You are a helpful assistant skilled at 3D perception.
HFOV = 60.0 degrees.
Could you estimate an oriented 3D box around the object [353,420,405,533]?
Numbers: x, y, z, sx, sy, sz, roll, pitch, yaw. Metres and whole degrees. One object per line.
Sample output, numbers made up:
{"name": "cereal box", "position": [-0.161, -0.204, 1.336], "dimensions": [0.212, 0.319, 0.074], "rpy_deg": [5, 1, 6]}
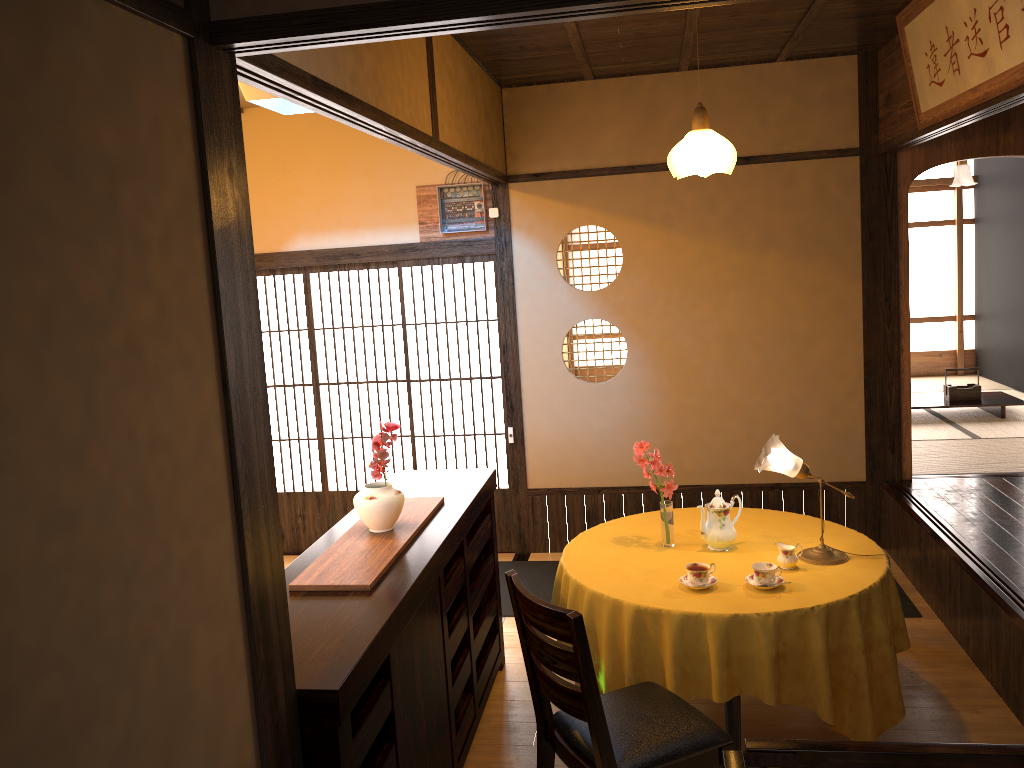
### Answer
{"name": "object", "position": [-0.479, 0.344, 3.352], "dimensions": [0.189, 0.377, 0.322], "rpy_deg": [-2, 7, 18]}

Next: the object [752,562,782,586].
{"name": "object", "position": [0.938, 0.707, 3.285], "dimensions": [0.090, 0.075, 0.099], "rpy_deg": [-4, 7, -6]}

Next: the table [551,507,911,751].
{"name": "table", "position": [0.883, 1.041, 3.740], "dimensions": [1.444, 0.693, 1.448], "rpy_deg": [-2, 8, 9]}

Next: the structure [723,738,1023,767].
{"name": "structure", "position": [0.996, 1.005, 1.493], "dimensions": [1.197, 0.498, 0.600], "rpy_deg": [-2, 7, 9]}

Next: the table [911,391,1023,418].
{"name": "table", "position": [3.589, 0.190, 7.462], "dimensions": [1.200, 0.118, 0.602], "rpy_deg": [-2, 8, 9]}

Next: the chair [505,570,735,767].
{"name": "chair", "position": [0.336, 1.072, 2.836], "dimensions": [0.578, 0.957, 0.492], "rpy_deg": [-7, 7, -25]}

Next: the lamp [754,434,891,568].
{"name": "lamp", "position": [1.258, 0.786, 3.565], "dimensions": [0.511, 1.199, 0.198], "rpy_deg": [-3, 7, 10]}

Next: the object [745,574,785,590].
{"name": "object", "position": [0.939, 0.739, 3.293], "dimensions": [0.144, 0.024, 0.144], "rpy_deg": [-8, 9, -30]}

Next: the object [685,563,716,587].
{"name": "object", "position": [0.702, 0.717, 3.326], "dimensions": [0.099, 0.075, 0.090], "rpy_deg": [1, 9, 34]}

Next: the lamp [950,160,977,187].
{"name": "lamp", "position": [3.659, -2.009, 7.192], "dimensions": [0.196, 0.796, 0.226], "rpy_deg": [-2, 7, 17]}

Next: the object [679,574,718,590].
{"name": "object", "position": [0.700, 0.748, 3.332], "dimensions": [0.144, 0.024, 0.144], "rpy_deg": [-8, 9, -30]}

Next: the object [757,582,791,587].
{"name": "object", "position": [0.958, 0.735, 3.244], "dimensions": [0.126, 0.019, 0.029], "rpy_deg": [-2, 8, 13]}

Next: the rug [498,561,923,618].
{"name": "rug", "position": [0.725, 1.192, 5.223], "dimensions": [2.954, 0.005, 0.905], "rpy_deg": [-2, 8, 9]}

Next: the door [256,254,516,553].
{"name": "door", "position": [-1.336, 0.192, 6.105], "dimensions": [2.647, 1.994, 0.066], "rpy_deg": [-2, 7, 9]}

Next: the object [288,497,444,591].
{"name": "object", "position": [-0.492, 0.560, 3.246], "dimensions": [0.267, 0.020, 1.001], "rpy_deg": [-2, 8, 9]}

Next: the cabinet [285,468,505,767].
{"name": "cabinet", "position": [-0.456, 1.054, 3.269], "dimensions": [0.489, 0.968, 2.194], "rpy_deg": [-3, 8, 9]}

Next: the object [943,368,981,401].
{"name": "object", "position": [3.763, -0.004, 7.411], "dimensions": [0.260, 0.257, 0.151], "rpy_deg": [-3, 7, 9]}

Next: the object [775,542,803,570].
{"name": "object", "position": [1.079, 0.668, 3.465], "dimensions": [0.083, 0.097, 0.078], "rpy_deg": [-6, 8, -21]}

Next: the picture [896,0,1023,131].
{"name": "picture", "position": [1.819, -1.395, 3.416], "dimensions": [0.117, 0.563, 2.051], "rpy_deg": [-3, 8, 9]}

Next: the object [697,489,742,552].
{"name": "object", "position": [0.876, 0.566, 3.733], "dimensions": [0.163, 0.252, 0.154], "rpy_deg": [-1, 7, 22]}

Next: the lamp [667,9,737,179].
{"name": "lamp", "position": [0.738, -1.230, 3.505], "dimensions": [0.249, 0.807, 0.278], "rpy_deg": [0, 8, 31]}
